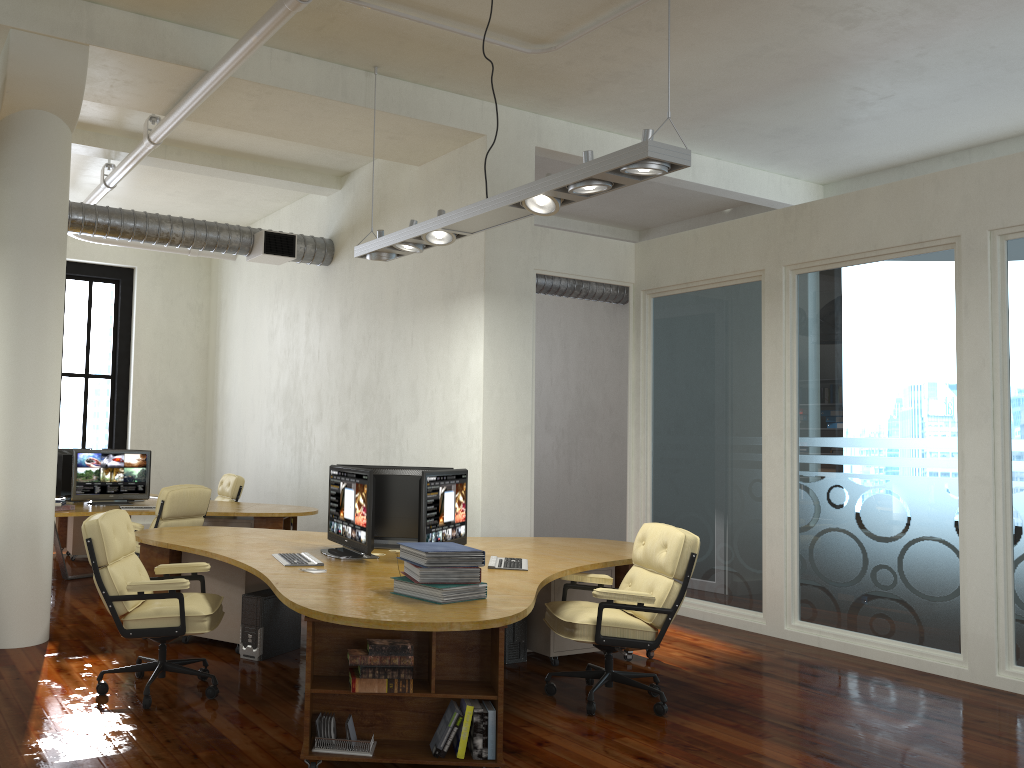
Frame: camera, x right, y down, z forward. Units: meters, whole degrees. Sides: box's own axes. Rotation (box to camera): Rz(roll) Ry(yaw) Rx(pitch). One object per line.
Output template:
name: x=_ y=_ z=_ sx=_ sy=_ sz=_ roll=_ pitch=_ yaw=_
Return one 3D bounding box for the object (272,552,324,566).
object: x=-1.282 y=1.043 z=5.288 sx=0.216 sy=0.016 sz=0.502 roll=3 pitch=-4 yaw=-22

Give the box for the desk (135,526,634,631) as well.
desk: x=-1.120 y=1.465 z=5.914 sx=3.810 sy=0.734 sz=3.559 roll=0 pitch=-4 yaw=27

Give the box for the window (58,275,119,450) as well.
window: x=6.377 y=0.384 z=0.293 sx=51.648 sy=14.077 sz=65.443 roll=-2 pitch=-5 yaw=39

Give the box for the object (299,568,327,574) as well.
object: x=-1.093 y=1.021 z=4.861 sx=0.148 sy=0.015 sz=0.100 roll=-2 pitch=-5 yaw=44

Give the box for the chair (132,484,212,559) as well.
chair: x=-3.233 y=1.417 z=8.123 sx=0.847 sy=1.021 sz=0.657 roll=-1 pitch=-4 yaw=27

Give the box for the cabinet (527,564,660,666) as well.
cabinet: x=0.398 y=1.553 z=6.352 sx=0.813 sy=0.709 sz=0.964 roll=4 pitch=-4 yaw=-34

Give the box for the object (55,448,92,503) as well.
object: x=-4.647 y=0.956 z=9.363 sx=0.298 sy=0.552 sz=0.787 roll=1 pitch=-4 yaw=2

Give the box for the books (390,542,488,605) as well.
books: x=-0.355 y=0.892 z=4.224 sx=0.389 sy=0.227 sz=0.489 roll=3 pitch=-4 yaw=-23

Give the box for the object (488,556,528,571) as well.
object: x=-0.021 y=1.081 z=5.358 sx=0.235 sy=0.016 sz=0.463 roll=1 pitch=-4 yaw=3

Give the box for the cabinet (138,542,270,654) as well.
cabinet: x=-2.106 y=1.495 z=6.486 sx=0.966 sy=0.709 sz=0.811 roll=-1 pitch=-4 yaw=27

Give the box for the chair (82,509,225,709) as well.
chair: x=-2.037 y=1.247 z=5.095 sx=0.779 sy=1.021 sz=0.719 roll=1 pitch=-4 yaw=-3

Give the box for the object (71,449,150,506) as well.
object: x=-4.068 y=0.948 z=9.016 sx=0.734 sy=0.552 sz=0.319 roll=4 pitch=-5 yaw=-37

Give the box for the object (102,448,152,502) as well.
object: x=-4.185 y=0.984 z=9.605 sx=0.884 sy=0.552 sz=0.264 roll=-1 pitch=-4 yaw=33

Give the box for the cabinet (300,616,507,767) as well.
cabinet: x=-0.540 y=1.389 z=4.277 sx=0.884 sy=0.709 sz=0.893 roll=1 pitch=-4 yaw=-4

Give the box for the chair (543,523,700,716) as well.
chair: x=0.601 y=1.321 z=5.160 sx=0.766 sy=1.021 sz=0.732 roll=2 pitch=-4 yaw=-8

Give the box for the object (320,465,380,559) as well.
object: x=-1.039 y=0.802 z=5.622 sx=0.271 sy=0.552 sz=0.865 roll=3 pitch=-4 yaw=-27

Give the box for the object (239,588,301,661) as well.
object: x=-1.648 y=1.628 z=6.066 sx=0.196 sy=0.411 sz=0.441 roll=-1 pitch=-4 yaw=24

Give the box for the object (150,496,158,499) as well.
object: x=-3.902 y=1.288 z=10.014 sx=0.523 sy=0.016 sz=0.207 roll=-1 pitch=-5 yaw=37

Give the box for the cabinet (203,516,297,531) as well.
cabinet: x=-2.705 y=1.652 z=9.074 sx=0.904 sy=0.709 sz=0.873 roll=1 pitch=-4 yaw=2

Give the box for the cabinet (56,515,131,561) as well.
cabinet: x=-4.965 y=1.694 z=10.603 sx=0.818 sy=0.709 sz=0.960 roll=3 pitch=-4 yaw=-29

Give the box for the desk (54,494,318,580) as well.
desk: x=-4.386 y=1.626 z=9.635 sx=3.597 sy=0.734 sz=3.776 roll=3 pitch=-4 yaw=-28

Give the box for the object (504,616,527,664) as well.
object: x=-0.120 y=1.676 z=6.167 sx=0.165 sy=0.411 sz=0.523 roll=3 pitch=-4 yaw=-36

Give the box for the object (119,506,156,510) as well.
object: x=-3.564 y=1.204 z=8.617 sx=0.446 sy=0.016 sz=0.244 roll=3 pitch=-4 yaw=-21

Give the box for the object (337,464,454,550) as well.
object: x=-0.811 y=0.839 z=6.087 sx=0.825 sy=0.552 sz=0.285 roll=1 pitch=-4 yaw=6

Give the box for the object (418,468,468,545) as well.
object: x=-0.414 y=0.816 z=5.575 sx=0.312 sy=0.552 sz=0.751 roll=0 pitch=-4 yaw=18

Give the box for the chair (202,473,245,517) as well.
chair: x=-3.588 y=1.560 z=10.400 sx=0.720 sy=1.021 sz=0.774 roll=3 pitch=-4 yaw=-29
